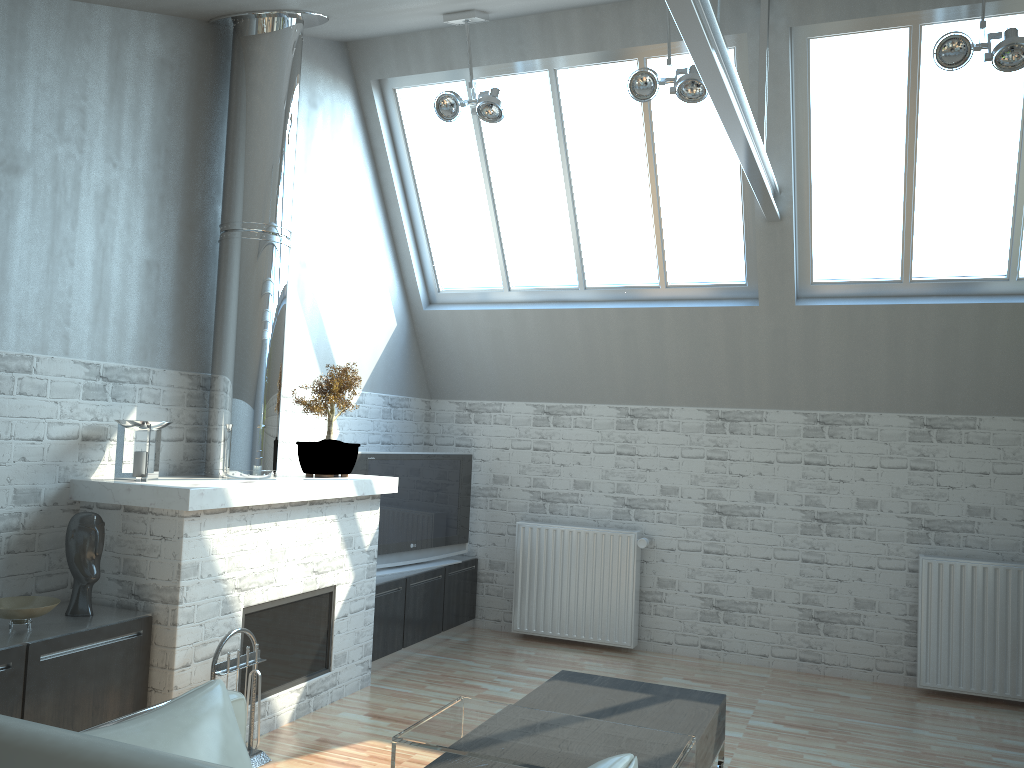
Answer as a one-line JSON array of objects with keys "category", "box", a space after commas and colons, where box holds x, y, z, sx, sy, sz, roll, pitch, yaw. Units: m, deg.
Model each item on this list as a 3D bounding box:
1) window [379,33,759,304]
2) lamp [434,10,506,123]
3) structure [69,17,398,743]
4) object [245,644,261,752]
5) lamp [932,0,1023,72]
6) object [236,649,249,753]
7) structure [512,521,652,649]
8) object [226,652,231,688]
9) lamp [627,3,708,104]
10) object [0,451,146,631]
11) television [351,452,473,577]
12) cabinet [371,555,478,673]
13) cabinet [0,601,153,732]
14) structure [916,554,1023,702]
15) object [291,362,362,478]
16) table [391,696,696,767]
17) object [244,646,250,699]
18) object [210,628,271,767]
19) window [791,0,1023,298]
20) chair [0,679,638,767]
[{"category": "window", "box": [0.734, -2.561, 11.335, 4.651, 2.787, 1.897, 1, -4, 22]}, {"category": "lamp", "box": [-0.487, -3.505, 9.753, 0.808, 1.172, 0.619, 1, -4, 26]}, {"category": "structure", "box": [-2.442, -0.376, 8.769, 1.309, 7.180, 3.302, 1, -4, 22]}, {"category": "object", "box": [-2.156, 2.614, 7.405, 0.155, 0.873, 0.026, 1, -4, 24]}, {"category": "lamp", "box": [4.174, -3.404, 7.847, 0.808, 1.172, 0.618, 1, -4, 26]}, {"category": "object", "box": [-2.184, 2.630, 7.187, 0.145, 0.932, 0.065, 2, -3, 4]}, {"category": "structure", "box": [0.951, 2.719, 12.130, 1.892, 1.524, 0.508, 1, -4, 22]}, {"category": "object", "box": [-2.234, 2.612, 7.054, 0.146, 0.916, 0.131, 1, -4, 22]}, {"category": "lamp", "box": [1.559, -3.460, 8.916, 0.808, 1.172, 0.619, 1, -4, 26]}, {"category": "object", "box": [-1.321, 1.834, 6.060, 4.859, 2.558, 1.528, 1, -3, 21]}, {"category": "television", "box": [-1.390, 1.656, 11.708, 0.592, 1.514, 2.577, 1, -4, 32]}, {"category": "cabinet", "box": [-1.540, 2.911, 11.577, 0.908, 1.016, 3.234, 1, -4, 22]}, {"category": "cabinet", "box": [-4.165, 2.297, 5.095, 0.914, 1.270, 4.572, 1, -4, 22]}, {"category": "structure", "box": [5.703, 2.822, 10.186, 1.892, 1.524, 0.508, 1, -4, 22]}, {"category": "object", "box": [-2.004, 0.352, 9.448, 0.572, 1.265, 1.115, 1, -4, 26]}, {"category": "table", "box": [0.212, 2.709, 5.710, 1.726, 0.867, 1.015, 1, -4, 22]}, {"category": "object", "box": [-2.198, 2.597, 7.300, 0.025, 0.855, 0.025, -1, -5, 44]}, {"category": "object", "box": [-2.293, 2.577, 7.291, 0.412, 1.124, 0.584, 1, -4, 22]}, {"category": "window", "box": [5.435, -2.459, 9.412, 4.651, 2.787, 1.897, 1, -4, 22]}, {"category": "chair", "box": [-0.719, 1.959, 2.877, 2.507, 2.001, 2.201, 1, -4, 22]}]
